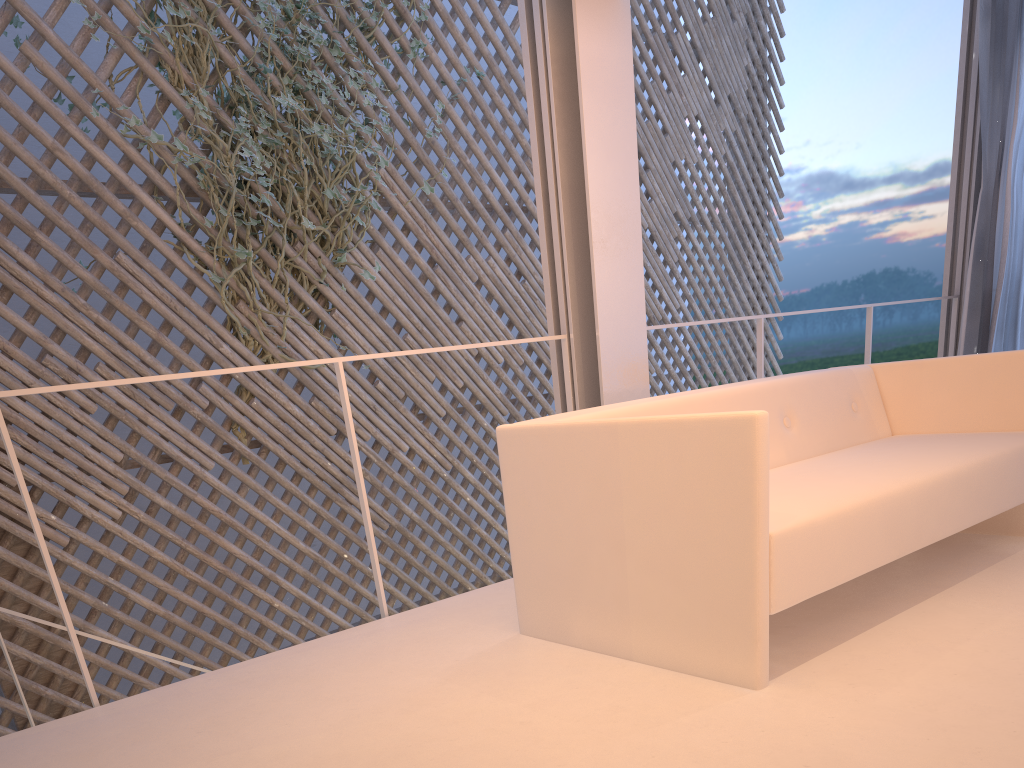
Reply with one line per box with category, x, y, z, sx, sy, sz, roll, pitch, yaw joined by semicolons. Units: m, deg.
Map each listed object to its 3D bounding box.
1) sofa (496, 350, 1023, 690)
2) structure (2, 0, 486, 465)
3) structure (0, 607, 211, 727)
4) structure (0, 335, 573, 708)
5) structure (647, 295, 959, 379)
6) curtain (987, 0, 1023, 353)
sofa;0.525;0.187;1.477;0.938;0.404;0.484;-10;9;-37
structure;-0.647;-1.174;2.888;0.713;2.970;2.205;12;22;43
structure;-0.993;1.060;2.191;1.841;2.141;1.145;-18;19;-42
structure;-0.499;0.273;1.440;1.622;0.614;0.026;-9;18;-35
structure;0.918;0.075;2.467;1.620;0.614;0.026;-9;18;-35
curtain;1.703;-1.104;2.312;0.492;2.633;0.091;11;26;42
